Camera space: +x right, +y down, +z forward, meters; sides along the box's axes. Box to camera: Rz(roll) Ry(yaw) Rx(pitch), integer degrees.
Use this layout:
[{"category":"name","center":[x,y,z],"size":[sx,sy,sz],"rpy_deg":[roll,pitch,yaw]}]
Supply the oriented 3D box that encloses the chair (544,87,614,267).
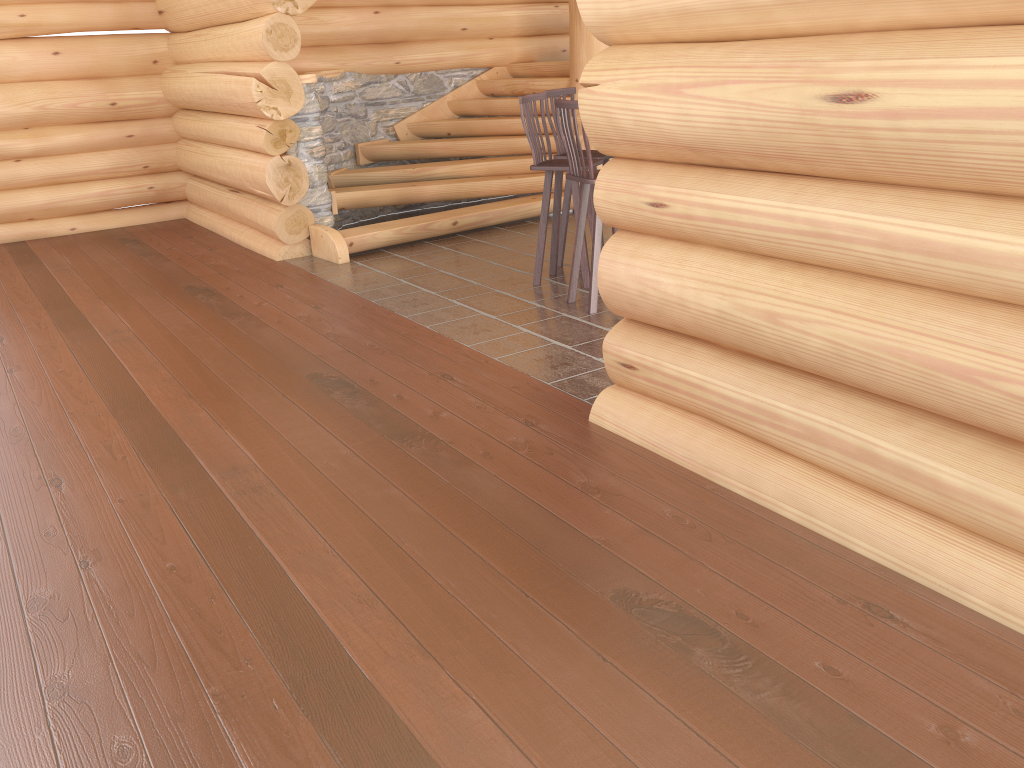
[{"category":"chair","center":[0.565,-1.558,6.759],"size":[0.504,1.319,0.406],"rpy_deg":[12,26,35]}]

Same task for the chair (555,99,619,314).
[{"category":"chair","center":[0.584,-1.153,5.701],"size":[0.504,1.319,0.406],"rpy_deg":[-12,22,-21]}]

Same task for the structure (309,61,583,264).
[{"category":"structure","center":[-0.717,-2.484,8.925],"size":[3.604,1.643,1.951],"rpy_deg":[-19,26,-35]}]

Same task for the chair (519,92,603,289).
[{"category":"chair","center":[0.367,-1.375,6.312],"size":[0.504,1.319,0.406],"rpy_deg":[7,23,24]}]
